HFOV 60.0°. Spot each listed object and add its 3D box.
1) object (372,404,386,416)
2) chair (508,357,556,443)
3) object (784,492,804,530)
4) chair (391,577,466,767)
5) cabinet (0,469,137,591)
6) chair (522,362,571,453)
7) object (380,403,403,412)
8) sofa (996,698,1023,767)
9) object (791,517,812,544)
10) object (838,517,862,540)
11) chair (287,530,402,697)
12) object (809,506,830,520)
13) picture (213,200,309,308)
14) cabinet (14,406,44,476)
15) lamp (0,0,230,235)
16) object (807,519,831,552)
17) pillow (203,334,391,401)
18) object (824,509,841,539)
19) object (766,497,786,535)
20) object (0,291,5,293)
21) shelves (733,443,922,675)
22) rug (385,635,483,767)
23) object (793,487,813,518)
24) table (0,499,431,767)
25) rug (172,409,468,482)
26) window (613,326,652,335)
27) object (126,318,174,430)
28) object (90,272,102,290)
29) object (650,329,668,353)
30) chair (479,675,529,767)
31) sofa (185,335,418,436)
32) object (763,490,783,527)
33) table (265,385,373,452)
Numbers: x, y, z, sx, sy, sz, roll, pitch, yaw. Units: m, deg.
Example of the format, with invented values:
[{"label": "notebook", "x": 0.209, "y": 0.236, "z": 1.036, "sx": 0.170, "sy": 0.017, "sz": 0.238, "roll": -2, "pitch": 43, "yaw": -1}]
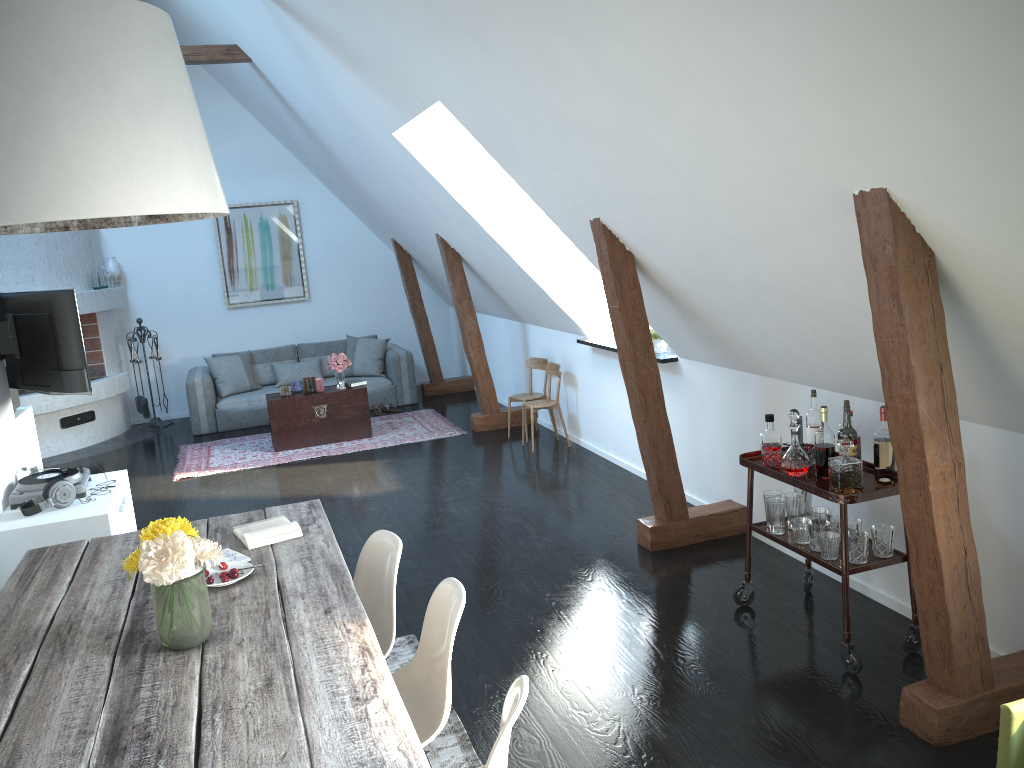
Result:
[{"label": "object", "x": -1.453, "y": 0.281, "z": 9.637, "sx": 0.101, "sy": 0.090, "sz": 0.277, "roll": -10, "pitch": 11, "yaw": -28}, {"label": "chair", "x": 0.154, "y": 0.132, "z": 7.899, "sx": 0.342, "sy": 0.696, "sz": 0.329, "roll": -12, "pitch": 12, "yaw": -34}, {"label": "object", "x": 1.279, "y": 0.576, "z": 4.011, "sx": 0.087, "sy": 0.155, "sz": 0.087, "roll": 5, "pitch": 14, "yaw": 44}, {"label": "chair", "x": -0.373, "y": 1.035, "z": 2.678, "sx": 0.542, "sy": 0.801, "sz": 0.465, "roll": -8, "pitch": 10, "yaw": -16}, {"label": "cabinet", "x": -2.636, "y": 0.926, "z": 5.325, "sx": 0.623, "sy": 0.507, "sz": 1.069, "roll": -8, "pitch": 10, "yaw": -17}, {"label": "chair", "x": 0.261, "y": 0.190, "z": 7.513, "sx": 0.342, "sy": 0.696, "sz": 0.329, "roll": -8, "pitch": 10, "yaw": -16}, {"label": "object", "x": -1.315, "y": 0.255, "z": 9.715, "sx": 0.277, "sy": 0.090, "sz": 0.101, "roll": 0, "pitch": 11, "yaw": 29}, {"label": "sofa", "x": 1.926, "y": 1.050, "z": 1.360, "sx": 0.898, "sy": 0.825, "sz": 2.093, "roll": -8, "pitch": 10, "yaw": -18}, {"label": "object", "x": 1.257, "y": 0.636, "z": 3.840, "sx": 0.092, "sy": 0.099, "sz": 0.092, "roll": -13, "pitch": 13, "yaw": -39}, {"label": "object", "x": 1.423, "y": 0.631, "z": 3.727, "sx": 0.095, "sy": 0.119, "sz": 0.095, "roll": 2, "pitch": 12, "yaw": 34}, {"label": "chair", "x": -0.620, "y": 0.977, "z": 3.141, "sx": 0.542, "sy": 0.801, "sz": 0.465, "roll": -11, "pitch": 11, "yaw": -31}, {"label": "object", "x": 1.374, "y": 0.607, "z": 3.949, "sx": 0.092, "sy": 0.099, "sz": 0.092, "roll": -13, "pitch": 13, "yaw": -39}, {"label": "picture", "x": -2.965, "y": -1.539, "z": 10.479, "sx": 0.965, "sy": 1.185, "sz": 0.025, "roll": -8, "pitch": 10, "yaw": -17}, {"label": "cabinet", "x": -3.657, "y": 0.703, "z": 5.911, "sx": 0.869, "sy": 0.921, "sz": 0.638, "roll": -8, "pitch": 10, "yaw": -17}, {"label": "lamp", "x": -1.235, "y": -1.788, "z": 2.044, "sx": 0.697, "sy": 2.813, "sz": 0.757, "roll": 1, "pitch": 12, "yaw": 32}, {"label": "object", "x": 1.295, "y": 0.640, "z": 3.739, "sx": 0.095, "sy": 0.119, "sz": 0.095, "roll": 2, "pitch": 12, "yaw": 34}, {"label": "pillow", "x": -2.367, "y": -0.223, "z": 9.999, "sx": 2.075, "sy": 0.515, "sz": 0.444, "roll": -8, "pitch": 10, "yaw": -17}, {"label": "object", "x": 1.407, "y": 0.611, "z": 3.847, "sx": 0.095, "sy": 0.119, "sz": 0.095, "roll": 2, "pitch": 12, "yaw": 34}, {"label": "object", "x": 1.185, "y": 0.592, "z": 3.969, "sx": 0.087, "sy": 0.155, "sz": 0.087, "roll": 5, "pitch": 14, "yaw": 44}, {"label": "object", "x": -4.939, "y": -0.849, "z": 8.480, "sx": 0.161, "sy": 0.114, "sz": 0.064, "roll": -8, "pitch": 10, "yaw": -15}, {"label": "shelves", "x": 1.363, "y": 0.714, "z": 3.843, "sx": 0.438, "sy": 0.732, "sz": 0.803, "roll": -9, "pitch": 11, "yaw": -21}, {"label": "rug", "x": -0.941, "y": 1.490, "z": 2.656, "sx": 1.898, "sy": 0.022, "sz": 2.677, "roll": -8, "pitch": 10, "yaw": -17}, {"label": "object", "x": 1.352, "y": 0.552, "z": 4.111, "sx": 0.087, "sy": 0.155, "sz": 0.087, "roll": 5, "pitch": 14, "yaw": 44}, {"label": "table", "x": -0.956, "y": 1.112, "z": 2.576, "sx": 1.141, "sy": 0.788, "sz": 2.421, "roll": -8, "pitch": 10, "yaw": -17}, {"label": "rug", "x": -1.868, "y": 0.542, "z": 8.576, "sx": 2.647, "sy": 0.029, "sz": 1.512, "roll": -8, "pitch": 10, "yaw": -17}, {"label": "window", "x": -1.356, "y": -1.741, "z": 3.502, "sx": 5.959, "sy": 4.249, "sz": 8.018, "roll": -8, "pitch": 10, "yaw": -17}, {"label": "object", "x": -4.106, "y": -0.126, "z": 9.997, "sx": 0.376, "sy": 1.245, "sz": 0.376, "roll": -12, "pitch": 12, "yaw": -37}, {"label": "object", "x": -4.425, "y": -1.096, "z": 9.439, "sx": 0.092, "sy": 0.180, "sz": 0.092, "roll": -3, "pitch": 10, "yaw": 10}, {"label": "object", "x": 0.909, "y": -0.435, "z": 5.895, "sx": 0.309, "sy": 0.461, "sz": 0.131, "roll": -5, "pitch": 10, "yaw": 1}, {"label": "chair", "x": -0.197, "y": 1.115, "z": 2.134, "sx": 0.542, "sy": 0.801, "sz": 0.465, "roll": -4, "pitch": 10, "yaw": 9}, {"label": "sofa", "x": -2.401, "y": -0.060, "z": 10.115, "sx": 2.458, "sy": 0.770, "sz": 1.107, "roll": -8, "pitch": 10, "yaw": -17}, {"label": "object", "x": 1.198, "y": 0.574, "z": 4.066, "sx": 0.087, "sy": 0.155, "sz": 0.087, "roll": 5, "pitch": 14, "yaw": 44}, {"label": "table", "x": -1.854, "y": 0.306, "z": 8.523, "sx": 0.962, "sy": 0.492, "sz": 0.471, "roll": -8, "pitch": 10, "yaw": -17}]
